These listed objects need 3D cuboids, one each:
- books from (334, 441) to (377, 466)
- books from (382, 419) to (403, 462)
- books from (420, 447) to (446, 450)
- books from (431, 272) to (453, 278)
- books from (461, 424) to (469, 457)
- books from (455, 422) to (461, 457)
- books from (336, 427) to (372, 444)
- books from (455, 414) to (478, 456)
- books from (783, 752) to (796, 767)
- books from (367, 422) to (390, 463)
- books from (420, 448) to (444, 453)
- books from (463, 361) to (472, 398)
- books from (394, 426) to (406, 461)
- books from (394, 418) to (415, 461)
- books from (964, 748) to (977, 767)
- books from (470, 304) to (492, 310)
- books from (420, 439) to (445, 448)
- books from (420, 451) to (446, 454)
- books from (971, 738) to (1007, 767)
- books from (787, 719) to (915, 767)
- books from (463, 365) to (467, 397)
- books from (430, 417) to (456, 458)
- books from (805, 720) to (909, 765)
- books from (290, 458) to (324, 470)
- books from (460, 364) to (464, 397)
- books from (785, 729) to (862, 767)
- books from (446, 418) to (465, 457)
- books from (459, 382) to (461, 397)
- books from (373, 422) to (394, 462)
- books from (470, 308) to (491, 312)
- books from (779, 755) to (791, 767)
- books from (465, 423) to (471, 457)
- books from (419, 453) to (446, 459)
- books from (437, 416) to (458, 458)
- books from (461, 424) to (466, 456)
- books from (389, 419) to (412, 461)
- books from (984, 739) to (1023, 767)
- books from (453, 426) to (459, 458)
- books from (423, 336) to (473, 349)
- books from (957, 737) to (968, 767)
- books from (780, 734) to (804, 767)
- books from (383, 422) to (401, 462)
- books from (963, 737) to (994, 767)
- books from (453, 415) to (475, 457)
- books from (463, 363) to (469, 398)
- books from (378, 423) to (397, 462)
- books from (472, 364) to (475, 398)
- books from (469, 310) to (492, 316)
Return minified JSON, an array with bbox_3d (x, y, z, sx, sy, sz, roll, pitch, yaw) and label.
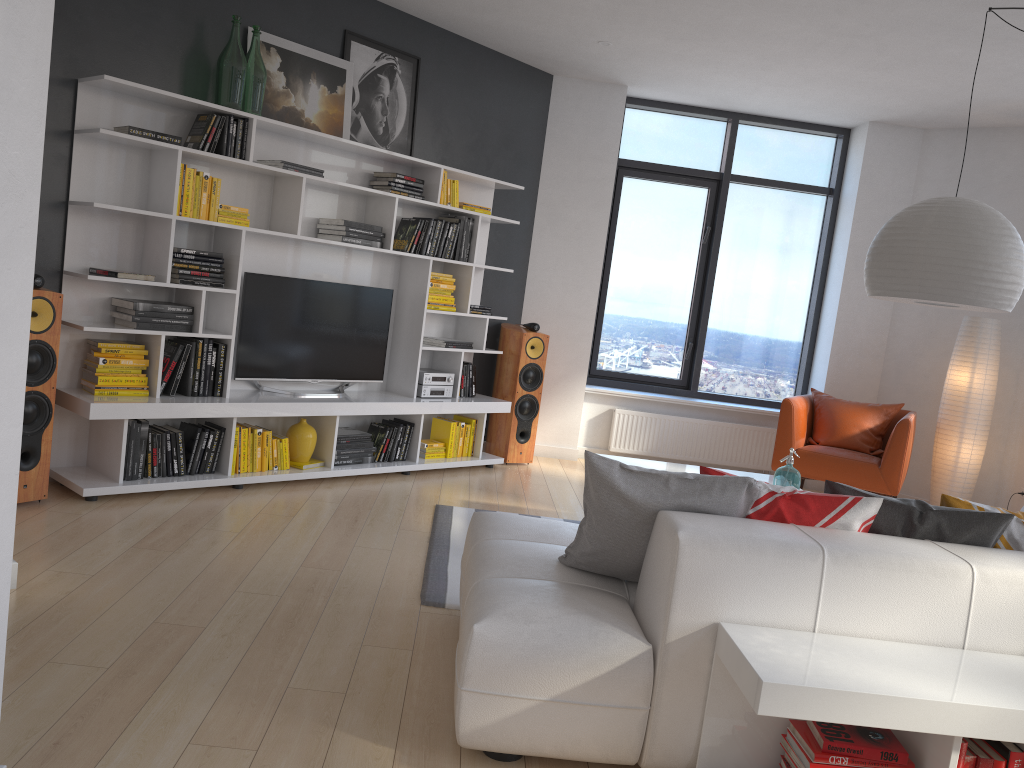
[{"bbox_3d":[-1.088,0.423,5.697,0.277,0.137,0.343,12,7,37],"label":"books"},{"bbox_3d":[-0.828,0.375,5.934,0.192,0.254,0.075,13,8,41],"label":"books"},{"bbox_3d":[-0.577,0.439,6.208,0.134,0.014,0.187,13,8,42],"label":"books"},{"bbox_3d":[-0.551,-0.764,6.163,0.223,0.023,0.163,2,8,-44],"label":"books"},{"bbox_3d":[-0.393,0.393,6.405,0.172,0.234,0.024,13,8,42],"label":"books"},{"bbox_3d":[-0.449,0.383,6.347,0.180,0.251,0.019,13,8,42],"label":"books"},{"bbox_3d":[-1.097,0.328,5.698,0.250,0.047,0.310,12,7,37],"label":"books"},{"bbox_3d":[-0.349,0.373,6.476,0.213,0.270,0.025,13,8,42],"label":"books"},{"bbox_3d":[0.847,0.995,2.252,0.257,0.025,0.182,7,6,-3],"label":"books"},{"bbox_3d":[-0.908,0.384,5.841,0.182,0.234,0.104,13,8,42],"label":"books"},{"bbox_3d":[-0.572,0.456,6.195,0.113,0.018,0.169,13,8,43],"label":"books"},{"bbox_3d":[-0.366,-0.041,6.443,0.193,0.255,0.066,13,8,41],"label":"books"},{"bbox_3d":[-0.806,0.383,5.951,0.179,0.243,0.068,12,8,40],"label":"books"},{"bbox_3d":[-0.761,0.374,6.006,0.197,0.260,0.066,13,8,42],"label":"books"},{"bbox_3d":[1.075,1.004,2.219,0.031,0.255,0.181,7,6,-3],"label":"books"},{"bbox_3d":[-0.280,-0.561,6.408,0.213,0.023,0.161,2,8,-44],"label":"books"},{"bbox_3d":[-0.586,0.417,6.212,0.138,0.026,0.186,13,8,42],"label":"books"},{"bbox_3d":[-0.584,0.467,6.213,0.148,0.011,0.196,13,8,42],"label":"books"},{"bbox_3d":[1.147,1.012,2.214,0.042,0.259,0.195,7,6,-3],"label":"books"},{"bbox_3d":[0.854,0.916,2.247,0.254,0.025,0.178,7,6,-4],"label":"books"},{"bbox_3d":[-0.398,-0.033,6.404,0.170,0.236,0.049,13,8,42],"label":"books"},{"bbox_3d":[-0.496,0.380,6.295,0.198,0.255,0.044,13,8,42],"label":"books"},{"bbox_3d":[0.866,0.892,2.236,0.206,0.029,0.152,8,6,3],"label":"books"},{"bbox_3d":[-1.318,0.474,5.435,0.270,0.029,0.204,10,6,27],"label":"books"},{"bbox_3d":[-0.419,-0.035,6.391,0.189,0.240,0.053,13,8,42],"label":"books"},{"bbox_3d":[0.853,0.942,2.246,0.269,0.028,0.179,7,6,-2],"label":"books"},{"bbox_3d":[-0.429,0.384,6.366,0.185,0.250,0.035,13,8,42],"label":"books"},{"bbox_3d":[-0.442,-0.051,6.368,0.202,0.268,0.053,13,8,41],"label":"books"},{"bbox_3d":[-0.889,0.385,5.870,0.187,0.234,0.096,13,8,42],"label":"books"},{"bbox_3d":[-0.273,-0.539,6.398,0.142,0.015,0.198,12,8,40],"label":"books"},{"bbox_3d":[0.834,1.019,2.247,0.266,0.026,0.187,8,6,2],"label":"books"},{"bbox_3d":[-0.378,0.392,6.427,0.172,0.234,0.024,13,8,42],"label":"books"},{"bbox_3d":[-0.585,0.490,6.212,0.147,0.033,0.190,13,8,42],"label":"books"},{"bbox_3d":[-0.477,0.378,6.319,0.199,0.263,0.015,13,8,42],"label":"books"},{"bbox_3d":[-0.412,0.389,6.390,0.169,0.239,0.023,13,8,42],"label":"books"},{"bbox_3d":[-0.783,0.378,5.981,0.191,0.249,0.084,13,8,42],"label":"books"},{"bbox_3d":[1.183,1.001,2.219,0.049,0.291,0.214,7,6,-3],"label":"books"},{"bbox_3d":[-0.451,0.398,6.321,0.156,0.229,0.024,13,8,41],"label":"books"},{"bbox_3d":[-0.466,-0.294,6.311,0.250,0.047,0.310,12,7,37],"label":"books"},{"bbox_3d":[1.043,0.983,2.213,0.036,0.294,0.208,7,6,-3],"label":"books"},{"bbox_3d":[0.846,0.967,2.266,0.261,0.028,0.191,7,6,-3],"label":"books"},{"bbox_3d":[-0.825,0.386,5.901,0.172,0.242,0.069,13,8,42],"label":"books"},{"bbox_3d":[1.108,1.007,2.222,0.034,0.259,0.207,7,6,-3],"label":"books"},{"bbox_3d":[-0.361,0.374,6.451,0.204,0.270,0.029,13,8,42],"label":"books"},{"bbox_3d":[-0.378,-0.035,6.415,0.169,0.242,0.050,13,8,41],"label":"books"},{"bbox_3d":[-0.858,0.387,5.884,0.169,0.233,0.081,13,8,41],"label":"books"},{"bbox_3d":[-0.341,-0.034,6.461,0.177,0.242,0.066,13,8,41],"label":"books"},{"bbox_3d":[-0.273,-0.520,6.399,0.213,0.023,0.161,2,8,-44],"label":"books"}]
